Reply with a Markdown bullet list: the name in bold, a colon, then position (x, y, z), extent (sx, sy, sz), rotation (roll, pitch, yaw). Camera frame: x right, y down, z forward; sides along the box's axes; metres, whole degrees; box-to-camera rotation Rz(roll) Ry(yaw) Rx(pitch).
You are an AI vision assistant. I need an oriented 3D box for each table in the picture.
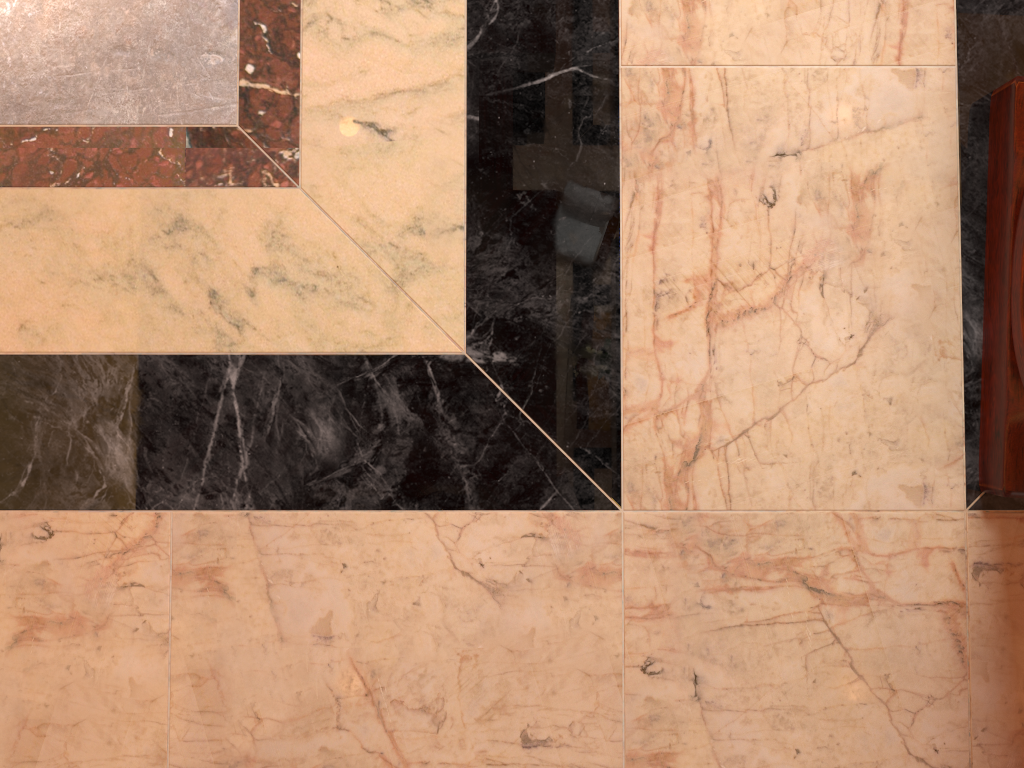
- **table**: position (0.928, -0.134, 1.061), extent (0.722, 0.495, 1.562), rotation (3, 88, 0)
